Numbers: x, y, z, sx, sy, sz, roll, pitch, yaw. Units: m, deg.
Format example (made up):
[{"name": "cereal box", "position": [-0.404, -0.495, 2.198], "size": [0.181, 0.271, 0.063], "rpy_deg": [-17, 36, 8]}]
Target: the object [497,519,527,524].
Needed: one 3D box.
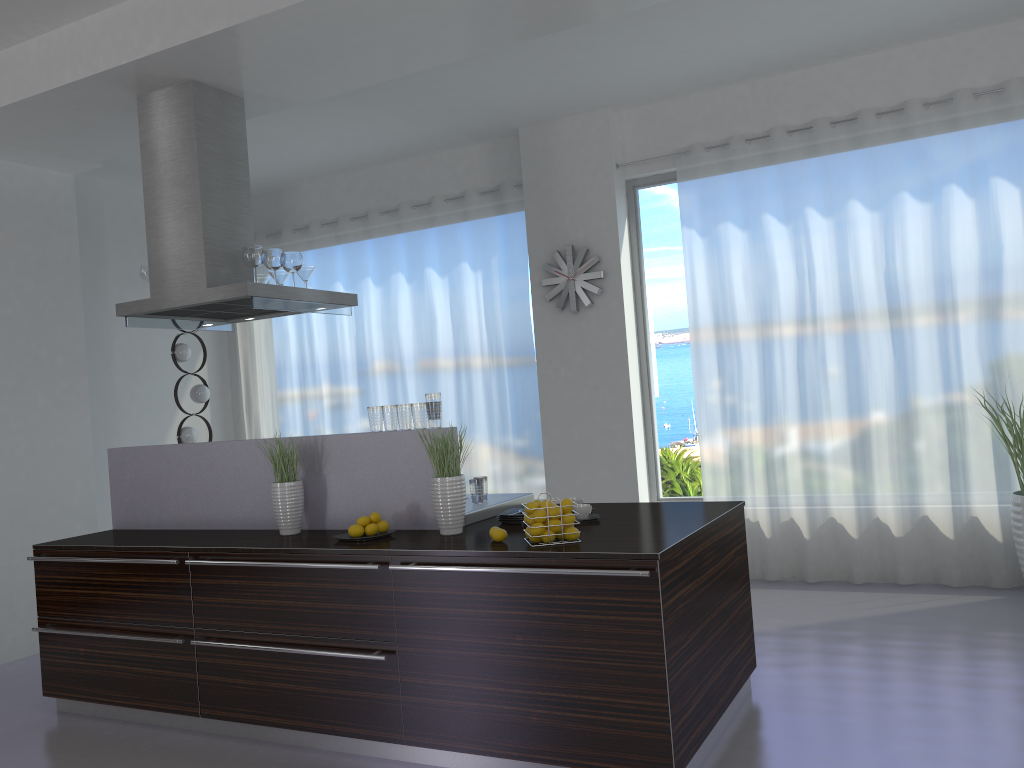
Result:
[{"name": "object", "position": [0.067, 0.607, 3.982], "size": [0.232, 0.020, 0.232], "rpy_deg": [-5, -1, 36]}]

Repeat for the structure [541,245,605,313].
[{"name": "structure", "position": [0.452, -0.792, 6.678], "size": [0.505, 0.505, 0.076], "rpy_deg": [-5, -1, 27]}]

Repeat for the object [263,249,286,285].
[{"name": "object", "position": [-1.305, -0.626, 4.878], "size": [0.125, 0.221, 0.125], "rpy_deg": [-4, -1, -38]}]

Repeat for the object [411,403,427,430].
[{"name": "object", "position": [-0.419, 0.146, 4.017], "size": [0.071, 0.119, 0.072], "rpy_deg": [-4, -1, -23]}]

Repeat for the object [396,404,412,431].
[{"name": "object", "position": [-0.491, 0.152, 4.054], "size": [0.071, 0.119, 0.072], "rpy_deg": [-4, -1, -23]}]

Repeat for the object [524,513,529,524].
[{"name": "object", "position": [0.073, 0.522, 3.446], "size": [0.053, 0.051, 0.063], "rpy_deg": [-4, -1, -4]}]

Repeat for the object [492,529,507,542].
[{"name": "object", "position": [-0.049, 0.590, 3.455], "size": [0.063, 0.051, 0.053], "rpy_deg": [-5, -1, 31]}]

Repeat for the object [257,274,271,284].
[{"name": "object", "position": [-1.539, -0.576, 5.432], "size": [0.137, 0.174, 0.137], "rpy_deg": [-4, -1, -8]}]

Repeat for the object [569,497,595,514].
[{"name": "object", "position": [0.297, 0.569, 4.143], "size": [0.153, 0.069, 0.153], "rpy_deg": [-4, -1, -29]}]

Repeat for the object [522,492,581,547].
[{"name": "object", "position": [0.146, 0.512, 3.391], "size": [0.189, 0.174, 0.207], "rpy_deg": [-4, -1, -8]}]

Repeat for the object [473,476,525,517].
[{"name": "object", "position": [-0.055, 0.525, 4.132], "size": [0.269, 0.147, 0.646], "rpy_deg": [-4, -1, -38]}]

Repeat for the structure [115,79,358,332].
[{"name": "structure", "position": [-1.604, -0.976, 5.133], "size": [0.981, 1.231, 0.915], "rpy_deg": [-5, -1, 27]}]

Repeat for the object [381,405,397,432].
[{"name": "object", "position": [-0.562, 0.158, 4.091], "size": [0.071, 0.119, 0.072], "rpy_deg": [-4, -1, -23]}]

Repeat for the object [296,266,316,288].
[{"name": "object", "position": [-1.222, -0.603, 5.250], "size": [0.137, 0.174, 0.137], "rpy_deg": [-4, -1, -8]}]

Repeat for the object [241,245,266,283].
[{"name": "object", "position": [-1.376, -0.623, 4.737], "size": [0.125, 0.221, 0.125], "rpy_deg": [-4, -1, -38]}]

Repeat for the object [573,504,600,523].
[{"name": "object", "position": [0.304, 0.564, 3.870], "size": [0.153, 0.069, 0.153], "rpy_deg": [-4, -1, 1]}]

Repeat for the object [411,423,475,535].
[{"name": "object", "position": [-0.274, 0.386, 3.751], "size": [0.269, 0.502, 0.247], "rpy_deg": [-4, -1, -20]}]

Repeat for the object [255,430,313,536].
[{"name": "object", "position": [-1.073, 0.452, 4.137], "size": [0.269, 0.502, 0.247], "rpy_deg": [-5, -1, 28]}]

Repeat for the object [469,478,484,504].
[{"name": "object", "position": [-0.170, 0.523, 4.313], "size": [0.072, 0.119, 0.071], "rpy_deg": [-5, -1, 27]}]

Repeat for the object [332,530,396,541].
[{"name": "object", "position": [-0.639, 0.657, 3.846], "size": [0.232, 0.020, 0.232], "rpy_deg": [-5, -1, 36]}]

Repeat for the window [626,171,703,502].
[{"name": "window", "position": [2.312, -0.419, 6.107], "size": [3.000, 2.500, 0.100], "rpy_deg": [-5, -1, 27]}]

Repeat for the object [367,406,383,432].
[{"name": "object", "position": [-0.634, 0.164, 4.128], "size": [0.072, 0.119, 0.071], "rpy_deg": [-4, -1, -13]}]

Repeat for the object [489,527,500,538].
[{"name": "object", "position": [-0.064, 0.592, 3.518], "size": [0.053, 0.051, 0.063], "rpy_deg": [-4, -1, -4]}]

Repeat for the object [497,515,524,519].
[{"name": "object", "position": [0.065, 0.588, 3.982], "size": [0.232, 0.020, 0.232], "rpy_deg": [-5, -1, 31]}]

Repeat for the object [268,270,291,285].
[{"name": "object", "position": [-1.390, -0.589, 5.337], "size": [0.137, 0.174, 0.137], "rpy_deg": [-4, -1, -8]}]

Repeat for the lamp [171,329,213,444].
[{"name": "lamp", "position": [-2.675, -0.588, 7.287], "size": [0.180, 2.370, 0.367], "rpy_deg": [-5, -1, 21]}]

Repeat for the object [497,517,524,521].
[{"name": "object", "position": [0.066, 0.597, 3.982], "size": [0.232, 0.020, 0.232], "rpy_deg": [-5, -1, 36]}]

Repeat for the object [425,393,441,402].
[{"name": "object", "position": [-0.351, 0.101, 3.980], "size": [0.071, 0.119, 0.072], "rpy_deg": [-4, -1, -23]}]

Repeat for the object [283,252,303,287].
[{"name": "object", "position": [-1.237, -0.629, 5.008], "size": [0.125, 0.221, 0.125], "rpy_deg": [-4, -1, -38]}]

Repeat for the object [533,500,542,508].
[{"name": "object", "position": [0.097, 0.481, 3.453], "size": [0.052, 0.060, 0.057], "rpy_deg": [-5, -1, 15]}]

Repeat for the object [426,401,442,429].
[{"name": "object", "position": [-0.348, 0.140, 3.980], "size": [0.071, 0.119, 0.072], "rpy_deg": [-4, -1, -23]}]
